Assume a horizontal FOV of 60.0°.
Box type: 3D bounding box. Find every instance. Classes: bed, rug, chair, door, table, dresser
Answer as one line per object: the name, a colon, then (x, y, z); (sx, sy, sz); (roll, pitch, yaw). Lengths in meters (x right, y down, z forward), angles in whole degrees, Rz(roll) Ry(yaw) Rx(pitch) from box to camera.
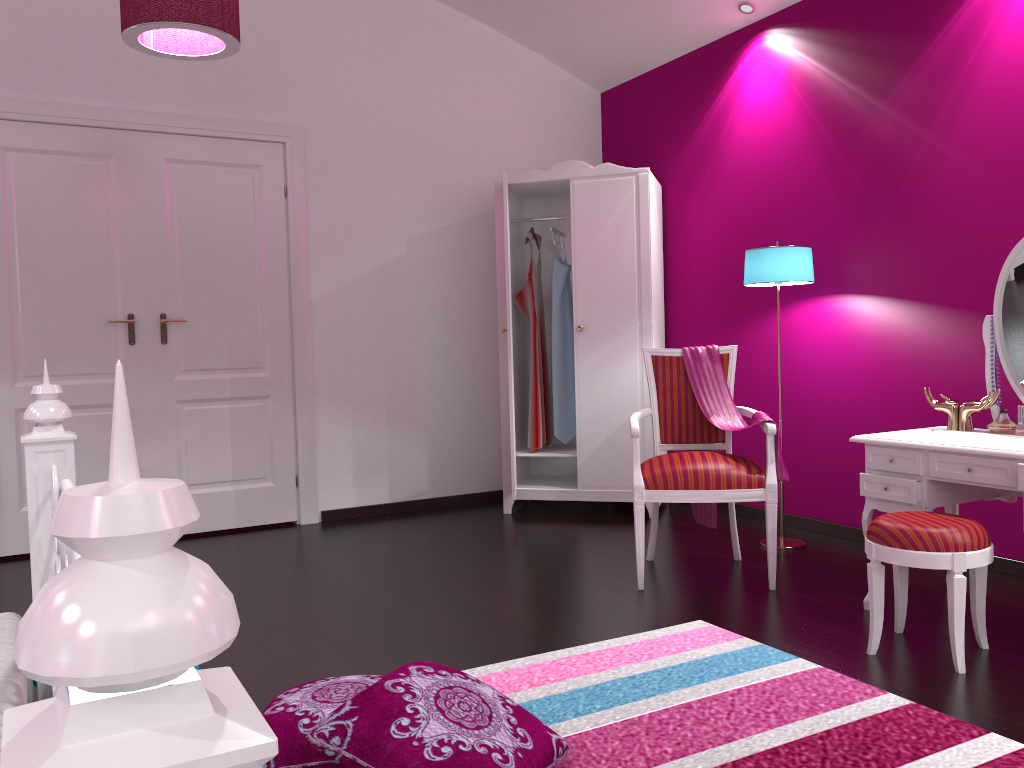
bed: (-1.471, 0.378, 0.522); (2.317, 1.143, 2.167); (-3, 3, -29)
rug: (0.513, 0.837, 1.673); (1.400, 0.018, 2.100); (-3, 3, -29)
chair: (0.731, 0.304, 3.486); (0.528, 0.901, 0.511); (-1, 3, 6)
door: (-1.791, -0.233, 4.364); (1.405, 2.001, 0.098); (-3, 3, -29)
table: (1.564, 0.469, 2.753); (0.526, 0.592, 0.856); (-3, 3, -29)
dresser: (0.356, -0.241, 4.814); (0.842, 1.893, 0.875); (-1, 3, 16)
chair: (1.213, 0.586, 2.587); (0.337, 0.390, 0.337); (-3, 3, -32)

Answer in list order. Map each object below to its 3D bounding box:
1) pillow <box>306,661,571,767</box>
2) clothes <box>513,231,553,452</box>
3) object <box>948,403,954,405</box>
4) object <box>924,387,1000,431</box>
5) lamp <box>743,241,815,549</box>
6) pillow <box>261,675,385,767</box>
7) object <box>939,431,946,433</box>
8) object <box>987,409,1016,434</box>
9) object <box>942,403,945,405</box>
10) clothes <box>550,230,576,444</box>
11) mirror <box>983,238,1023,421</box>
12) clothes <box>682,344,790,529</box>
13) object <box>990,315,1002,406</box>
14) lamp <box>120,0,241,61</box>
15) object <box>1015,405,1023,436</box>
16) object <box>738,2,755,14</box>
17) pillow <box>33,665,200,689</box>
pillow: (-0.140, 0.730, 1.856); (0.391, 0.224, 0.425); (0, 3, 30)
clothes: (0.108, -0.248, 5.033); (0.173, 1.237, 0.315); (-1, 3, 19)
object: (1.525, 0.070, 3.082); (0.020, 0.005, 0.021); (-4, 3, -38)
object: (1.556, 0.086, 3.072); (0.085, 0.145, 0.248); (-4, 3, -41)
lamp: (1.194, 0.045, 3.947); (0.303, 1.352, 0.303); (-1, 3, 16)
pillow: (-0.386, 0.773, 2.032); (0.429, 0.142, 0.400); (-2, 3, -4)
object: (1.461, 0.162, 3.009); (0.022, 0.005, 0.020); (-1, 3, 13)
object: (1.619, 0.123, 2.924); (0.098, 0.081, 0.045); (0, 3, 39)
object: (1.507, 0.068, 3.100); (0.020, 0.007, 0.020); (1, 3, 42)
clothes: (0.302, -0.264, 5.002); (0.180, 1.199, 0.191); (-2, 3, -5)
mirror: (1.778, -0.096, 2.854); (0.138, 0.829, 0.544); (-3, 3, -29)
clothes: (0.882, 0.230, 3.533); (0.162, 0.777, 0.601); (-3, 3, -25)
object: (1.669, -0.083, 3.055); (0.044, 0.320, 0.022); (-3, 3, -29)
lamp: (-0.649, -1.690, 2.095); (0.377, 1.129, 2.377); (-3, 3, -29)
object: (1.643, 0.118, 2.862); (0.030, 0.096, 0.030); (0, 3, 33)
object: (1.149, -1.846, 4.332); (0.085, 0.058, 0.080); (-3, 3, -29)
pillow: (-0.876, 0.691, 1.998); (0.402, 0.357, 0.264); (-1, 3, 12)
